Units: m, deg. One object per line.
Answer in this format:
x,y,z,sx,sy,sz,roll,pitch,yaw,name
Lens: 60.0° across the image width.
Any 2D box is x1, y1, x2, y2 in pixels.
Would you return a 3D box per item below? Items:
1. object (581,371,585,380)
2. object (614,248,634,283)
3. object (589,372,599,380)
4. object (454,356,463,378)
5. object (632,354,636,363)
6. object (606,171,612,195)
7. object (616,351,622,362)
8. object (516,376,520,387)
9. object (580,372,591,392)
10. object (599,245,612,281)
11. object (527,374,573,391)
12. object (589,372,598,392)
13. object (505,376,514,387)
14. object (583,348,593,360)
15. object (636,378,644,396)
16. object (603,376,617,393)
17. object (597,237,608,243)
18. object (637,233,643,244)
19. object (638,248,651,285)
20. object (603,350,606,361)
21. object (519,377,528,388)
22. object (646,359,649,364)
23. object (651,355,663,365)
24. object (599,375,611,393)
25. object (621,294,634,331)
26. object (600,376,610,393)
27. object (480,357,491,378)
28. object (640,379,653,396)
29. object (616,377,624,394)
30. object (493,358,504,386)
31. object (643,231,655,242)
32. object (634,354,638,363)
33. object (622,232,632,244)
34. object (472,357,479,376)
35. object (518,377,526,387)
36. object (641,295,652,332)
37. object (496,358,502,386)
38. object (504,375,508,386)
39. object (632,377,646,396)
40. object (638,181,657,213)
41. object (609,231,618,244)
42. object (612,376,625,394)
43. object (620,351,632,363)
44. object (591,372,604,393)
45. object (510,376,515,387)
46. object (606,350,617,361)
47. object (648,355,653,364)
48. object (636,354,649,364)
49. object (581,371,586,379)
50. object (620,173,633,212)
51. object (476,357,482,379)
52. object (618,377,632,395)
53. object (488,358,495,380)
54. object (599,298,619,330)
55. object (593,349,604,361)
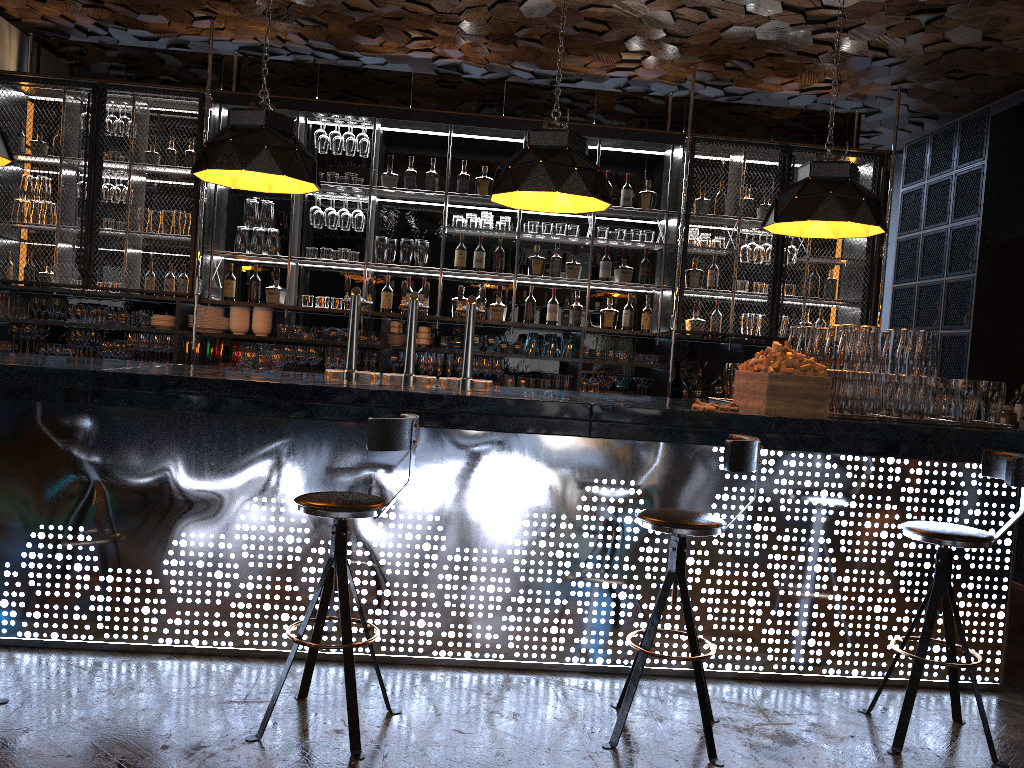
0.557,-0.007,6.827,0.089,0.174,0.089,2,3,-44,object
0.874,-0.915,6.916,0.123,0.279,0.123,4,2,-15,object
0.635,-0.008,6.992,0.089,0.174,0.089,2,3,-44,object
-0.393,-0.098,6.694,0.091,0.229,0.091,3,2,-18,object
0.991,-0.202,7.004,0.088,0.070,0.098,3,2,-20,object
0.736,-1.508,6.898,0.086,0.299,0.086,6,3,45,object
0.847,-0.213,6.857,0.084,0.082,0.084,4,2,2,object
0.069,-0.008,6.933,0.067,0.099,0.067,3,3,-32,object
0.553,-0.004,6.732,0.089,0.174,0.089,2,3,-44,object
0.733,-0.936,6.926,0.086,0.298,0.086,6,3,45,object
0.287,-0.008,6.839,0.356,0.134,0.206,4,2,3,object
0.627,-0.005,6.894,0.089,0.174,0.089,2,3,-44,object
-0.016,-0.006,6.707,0.067,0.100,0.067,4,2,-12,object
0.575,-0.227,6.743,0.084,0.082,0.084,4,2,-12,object
1.016,0.033,6.907,0.107,0.152,0.107,4,2,10,object
0.742,0.020,6.791,0.106,0.148,0.106,5,2,14,object
0.712,-1.164,6.986,0.089,0.092,0.089,6,3,40,object
1.023,-1.143,7.031,0.089,0.092,0.089,6,3,35,object
1.042,-0.915,6.945,0.086,0.299,0.086,6,3,45,object
0.737,-0.223,6.945,0.084,0.082,0.084,4,2,-7,object
0.088,0.001,6.712,0.067,0.099,0.067,3,3,-32,object
1.088,-0.194,6.964,0.088,0.070,0.098,6,3,42,object
1.105,-0.185,6.765,0.088,0.070,0.098,4,2,6,object
0.725,0.010,7.024,0.106,0.148,0.106,5,2,15,object
0.914,-0.558,6.961,0.086,0.298,0.086,6,3,45,object
0.736,0.015,6.907,0.106,0.148,0.106,5,2,28,object
-0.200,-0.085,6.712,0.091,0.229,0.091,5,2,23,object
1.025,0.038,6.791,0.107,0.152,0.107,5,2,21,object
0.850,0.023,6.917,0.106,0.148,0.106,5,2,24,object
-0.104,-0.078,6.717,0.091,0.229,0.091,3,2,-32,object
1.057,-1.135,6.869,0.089,0.092,0.089,3,2,-18,object
0.995,-0.198,6.904,0.088,0.070,0.098,5,2,19,object
0.915,-1.150,7.011,0.089,0.092,0.089,3,2,-18,object
-0.291,-0.091,6.706,0.091,0.229,0.091,6,3,43,object
0.079,-0.004,6.836,0.067,0.099,0.067,3,3,-32,object
1.060,-0.547,6.958,0.080,0.299,0.080,4,2,-2,object
-0.114,-0.088,6.948,0.091,0.229,0.091,4,2,-7,object
-0.028,-0.016,6.930,0.067,0.100,0.067,4,2,-12,object
1.002,0.027,7.036,0.107,0.152,0.107,4,2,2,object
1.057,-1.459,6.919,0.151,0.248,0.094,5,2,25,object
0.809,-1.159,7.028,0.089,0.092,0.089,3,2,-18,object
0.840,0.018,7.032,0.106,0.148,0.106,6,3,35,object
0.872,-0.207,6.761,0.084,0.082,0.084,3,2,-22,object
0.656,0.001,6.799,0.089,0.174,0.089,2,3,-44,object
-0.010,-0.010,6.820,0.067,0.100,0.067,4,2,-12,object
0.753,-0.215,6.752,0.084,0.082,0.084,5,2,14,object
1.095,-0.189,6.863,0.098,0.070,0.088,5,2,23,object
1.000,-0.194,6.807,0.088,0.070,0.098,5,2,31,object
0.539,-0.012,6.920,0.089,0.174,0.089,2,3,-44,object
0.898,-1.497,6.938,0.086,0.298,0.086,6,3,45,object
-0.263,-0.094,6.821,0.091,0.229,0.091,5,2,28,object
0.858,0.028,6.801,0.106,0.148,0.106,4,2,6,object
-0.169,-0.087,6.827,0.091,0.229,0.091,4,2,-11,object
0.759,-0.543,6.937,0.151,0.248,0.094,4,2,5,object
0.656,-0.222,6.746,0.084,0.082,0.084,4,2,-3,object
